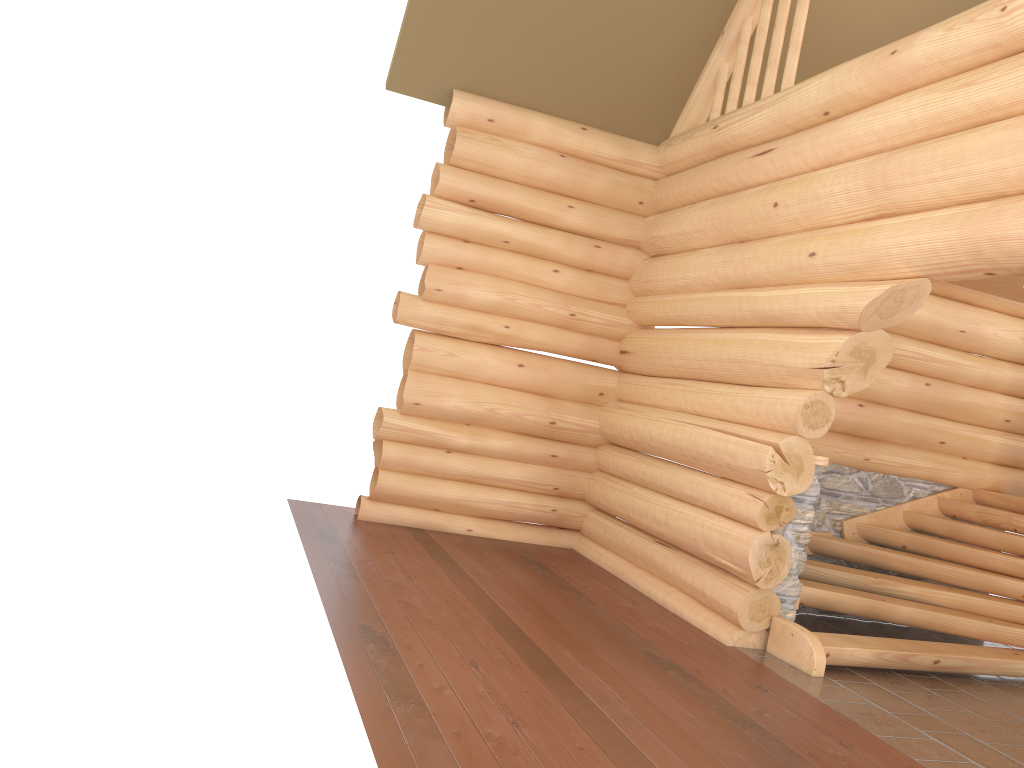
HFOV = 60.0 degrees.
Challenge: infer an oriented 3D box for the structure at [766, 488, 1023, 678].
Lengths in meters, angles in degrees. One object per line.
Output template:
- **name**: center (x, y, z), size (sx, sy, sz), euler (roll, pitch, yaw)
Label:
- **structure**: center (3.471, 1.465, 7.781), size (3.604, 1.643, 1.951), euler (11, 0, -24)
